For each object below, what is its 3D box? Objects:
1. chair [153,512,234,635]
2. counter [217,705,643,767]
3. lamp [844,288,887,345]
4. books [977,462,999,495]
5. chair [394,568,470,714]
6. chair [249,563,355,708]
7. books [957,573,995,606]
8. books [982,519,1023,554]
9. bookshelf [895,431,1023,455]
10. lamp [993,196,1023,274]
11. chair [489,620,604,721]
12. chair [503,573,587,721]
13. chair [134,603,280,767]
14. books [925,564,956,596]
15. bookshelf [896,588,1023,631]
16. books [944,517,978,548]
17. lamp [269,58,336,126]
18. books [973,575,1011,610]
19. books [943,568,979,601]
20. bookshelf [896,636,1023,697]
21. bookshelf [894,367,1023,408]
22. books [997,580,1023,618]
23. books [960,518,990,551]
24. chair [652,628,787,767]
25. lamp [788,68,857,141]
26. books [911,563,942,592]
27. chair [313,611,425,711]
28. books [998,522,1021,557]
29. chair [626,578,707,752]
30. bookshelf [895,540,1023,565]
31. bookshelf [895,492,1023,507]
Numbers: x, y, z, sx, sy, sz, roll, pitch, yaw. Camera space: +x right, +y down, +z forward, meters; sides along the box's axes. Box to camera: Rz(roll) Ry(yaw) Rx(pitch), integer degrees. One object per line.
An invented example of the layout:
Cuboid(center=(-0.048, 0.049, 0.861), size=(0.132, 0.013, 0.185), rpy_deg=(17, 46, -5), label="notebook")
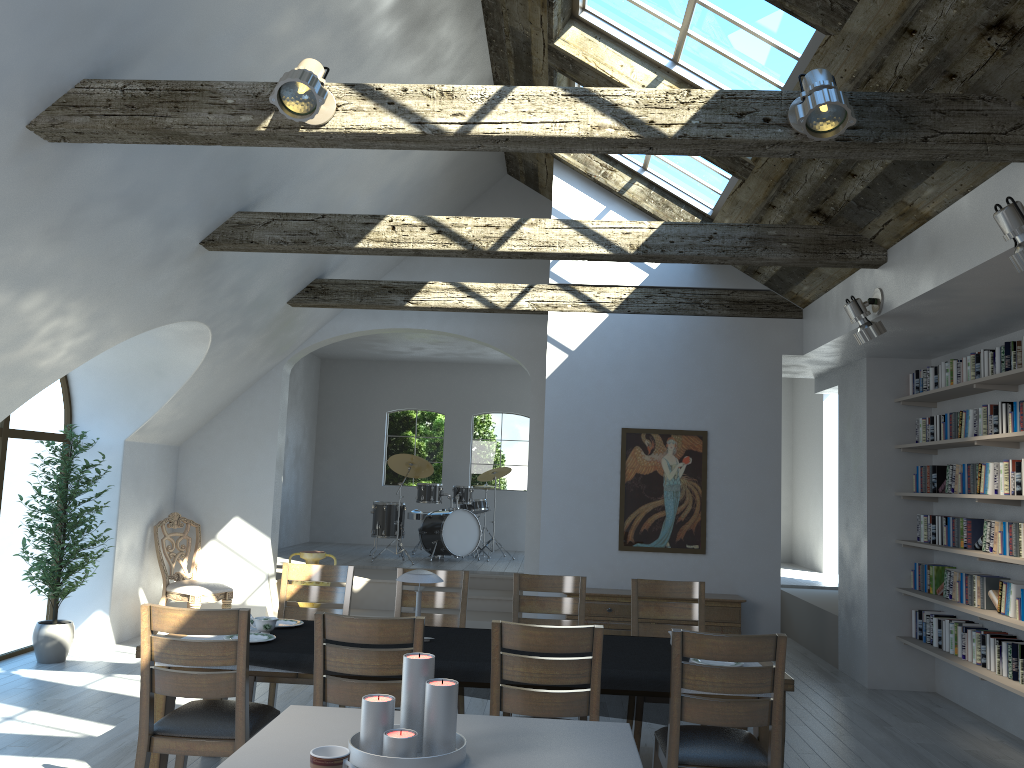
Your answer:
Cuboid(center=(-3.090, 1.840, 8.581), size=(0.655, 1.159, 0.552), rpy_deg=(-1, -7, 28), label="chair")
Cuboid(center=(-0.204, 1.376, 2.121), size=(1.029, 0.879, 1.029), rpy_deg=(2, -6, 3), label="counter")
Cuboid(center=(2.352, -0.447, 5.901), size=(0.265, 0.386, 0.235), rpy_deg=(-1, -7, 24), label="lamp")
Cuboid(center=(3.396, 0.664, 6.202), size=(0.189, 0.228, 0.249), rpy_deg=(2, -6, 3), label="books")
Cuboid(center=(-0.534, 1.659, 5.379), size=(0.514, 1.006, 0.605), rpy_deg=(2, -6, 3), label="chair")
Cuboid(center=(-1.278, 1.634, 5.418), size=(0.514, 1.006, 0.605), rpy_deg=(2, -6, 3), label="chair")
Cuboid(center=(3.382, 1.493, 6.445), size=(0.209, 0.220, 0.278), rpy_deg=(2, -6, 1), label="books")
Cuboid(center=(3.377, 1.053, 6.097), size=(0.189, 0.228, 0.249), rpy_deg=(2, -6, 3), label="books")
Cuboid(center=(3.225, 0.128, 3.651), size=(0.315, 0.070, 7.825), rpy_deg=(2, -6, 3), label="bookshelf")
Cuboid(center=(2.255, -0.674, 3.883), size=(0.265, 0.386, 0.235), rpy_deg=(-1, -7, 24), label="lamp")
Cuboid(center=(0.140, 1.520, 3.879), size=(0.514, 1.006, 0.605), rpy_deg=(2, -6, 3), label="chair")
Cuboid(center=(0.210, 1.685, 5.341), size=(0.514, 1.006, 0.605), rpy_deg=(2, -6, 3), label="chair")
Cuboid(center=(-1.348, 1.469, 3.956), size=(0.514, 1.006, 0.605), rpy_deg=(2, -6, 3), label="chair")
Cuboid(center=(3.406, 1.550, 6.973), size=(0.189, 0.224, 0.345), rpy_deg=(2, -6, 3), label="books")
Cuboid(center=(3.178, 1.306, 3.521), size=(0.315, 0.070, 7.825), rpy_deg=(2, -6, 3), label="bookshelf")
Cuboid(center=(3.408, 1.121, 6.686), size=(0.209, 0.220, 0.278), rpy_deg=(2, -6, 1), label="books")
Cuboid(center=(-0.883, -1.256, 3.788), size=(0.233, 0.311, 0.354), rpy_deg=(2, -6, 3), label="lamp")
Cuboid(center=(3.366, 1.460, 6.142), size=(0.189, 0.229, 0.343), rpy_deg=(2, -6, 3), label="books")
Cuboid(center=(3.392, 1.519, 6.689), size=(0.189, 0.228, 0.249), rpy_deg=(2, -6, 3), label="books")
Cuboid(center=(3.163, 1.699, 3.477), size=(0.315, 0.070, 7.825), rpy_deg=(2, -6, 3), label="bookshelf")
Cuboid(center=(3.241, -0.265, 3.694), size=(0.315, 0.070, 7.825), rpy_deg=(2, -6, 3), label="bookshelf")
Cuboid(center=(3.352, 1.420, 5.857), size=(0.189, 0.228, 0.249), rpy_deg=(2, -6, 3), label="books")
Cuboid(center=(3.391, 1.087, 6.377), size=(0.189, 0.224, 0.345), rpy_deg=(2, -6, 3), label="books")
Cuboid(center=(0.884, 1.546, 3.840), size=(0.514, 1.006, 0.605), rpy_deg=(2, -6, 3), label="chair")
Cuboid(center=(1.279, -1.162, 3.679), size=(0.233, 0.323, 0.343), rpy_deg=(2, -6, 3), label="lamp")
Cuboid(center=(3.422, 1.586, 7.277), size=(0.209, 0.220, 0.278), rpy_deg=(2, -6, 1), label="books")
Cuboid(center=(-0.604, 1.495, 3.917), size=(0.514, 1.006, 0.605), rpy_deg=(2, -6, 3), label="chair")
Cuboid(center=(3.368, 1.027, 5.854), size=(0.209, 0.220, 0.278), rpy_deg=(2, -6, 1), label="books")
Cuboid(center=(0.954, 1.710, 5.302), size=(0.514, 1.006, 0.605), rpy_deg=(2, -6, 3), label="chair")
Cuboid(center=(3.194, 0.913, 3.564), size=(0.315, 0.070, 7.825), rpy_deg=(2, -6, 3), label="bookshelf")
Cuboid(center=(3.210, 0.521, 3.607), size=(0.315, 0.070, 7.825), rpy_deg=(2, -6, 3), label="bookshelf")
